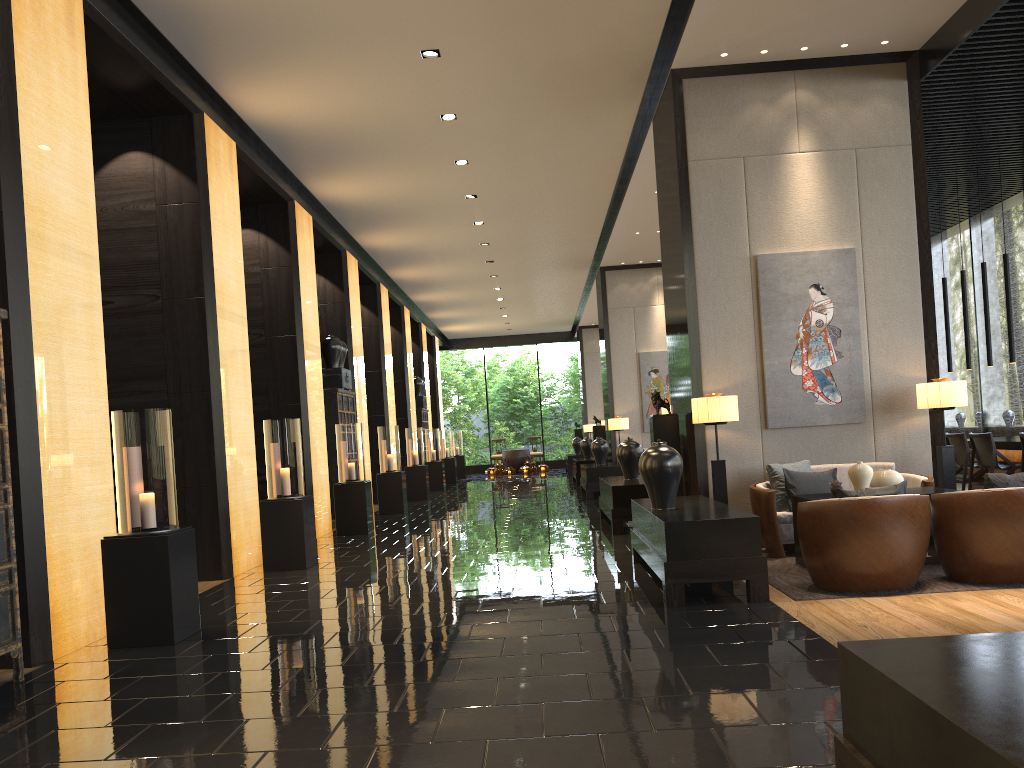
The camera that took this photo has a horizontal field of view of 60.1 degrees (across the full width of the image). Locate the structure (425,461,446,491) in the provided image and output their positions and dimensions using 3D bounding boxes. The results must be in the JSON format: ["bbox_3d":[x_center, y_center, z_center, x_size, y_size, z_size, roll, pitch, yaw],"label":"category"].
[{"bbox_3d":[-1.740,2.083,20.061,0.402,0.657,0.402,-4,-1,2],"label":"structure"}]

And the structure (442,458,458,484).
[{"bbox_3d":[-1.651,2.255,22.996,0.402,0.657,0.402,-4,-1,2],"label":"structure"}]

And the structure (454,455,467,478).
[{"bbox_3d":[-1.561,2.427,25.932,0.402,0.657,0.402,-4,-1,2],"label":"structure"}]

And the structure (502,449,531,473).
[{"bbox_3d":[0.139,2.357,26.988,0.873,0.710,0.876,-3,-2,-10],"label":"structure"}]

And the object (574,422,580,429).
[{"bbox_3d":[1.932,1.218,26.196,0.176,0.246,0.115,-4,-1,7],"label":"object"}]

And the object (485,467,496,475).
[{"bbox_3d":[-0.613,2.631,26.704,0.370,0.229,0.370,-5,-3,19],"label":"object"}]

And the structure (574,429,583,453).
[{"bbox_3d":[1.998,1.942,26.197,0.240,1.217,0.240,-4,0,2],"label":"structure"}]

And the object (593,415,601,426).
[{"bbox_3d":[1.656,0.707,17.231,0.161,0.217,0.102,-3,-1,-10],"label":"object"}]

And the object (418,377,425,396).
[{"bbox_3d":[-2.303,0.069,21.803,0.311,0.492,0.312,-3,-1,-17],"label":"object"}]

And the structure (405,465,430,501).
[{"bbox_3d":[-1.829,1.912,17.126,0.402,0.657,0.402,-4,-1,2],"label":"structure"}]

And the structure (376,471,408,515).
[{"bbox_3d":[-1.919,1.740,14.190,0.402,0.657,0.402,-4,-1,2],"label":"structure"}]

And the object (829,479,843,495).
[{"bbox_3d":[2.386,0.758,6.511,0.091,0.112,0.091,-3,-2,-36],"label":"object"}]

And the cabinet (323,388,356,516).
[{"bbox_3d":[-2.583,1.069,12.787,0.547,1.922,1.188,-4,-1,2],"label":"cabinet"}]

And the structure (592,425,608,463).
[{"bbox_3d":[1.725,1.416,17.217,0.240,1.217,0.240,-4,0,2],"label":"structure"}]

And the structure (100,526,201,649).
[{"bbox_3d":[-2.187,1.224,5.384,0.402,0.657,0.402,-4,-1,2],"label":"structure"}]

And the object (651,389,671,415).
[{"bbox_3d":[1.386,0.168,8.266,0.176,0.246,0.115,-4,-1,2],"label":"object"}]

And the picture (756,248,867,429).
[{"bbox_3d":[2.576,-0.392,7.618,0.835,1.501,0.037,-4,0,2],"label":"picture"}]

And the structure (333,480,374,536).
[{"bbox_3d":[-2.008,1.568,11.255,0.402,0.657,0.402,-4,-1,2],"label":"structure"}]

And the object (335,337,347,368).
[{"bbox_3d":[-2.571,-0.447,12.988,0.311,0.492,0.312,-3,-1,-17],"label":"object"}]

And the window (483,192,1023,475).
[{"bbox_3d":[1.301,-0.329,12.891,12.054,4.224,31.924,-4,-3,2],"label":"window"}]

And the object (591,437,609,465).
[{"bbox_3d":[1.520,1.152,15.273,0.312,0.492,0.311,-4,-1,20],"label":"object"}]

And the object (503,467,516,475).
[{"bbox_3d":[-0.076,2.560,26.106,0.370,0.229,0.369,-5,-3,24],"label":"object"}]

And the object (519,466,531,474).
[{"bbox_3d":[0.384,2.530,26.096,0.370,0.229,0.370,-4,-3,4],"label":"object"}]

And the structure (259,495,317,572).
[{"bbox_3d":[-2.098,1.396,8.320,0.402,0.657,0.402,-4,-1,2],"label":"structure"}]

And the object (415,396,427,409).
[{"bbox_3d":[-2.273,0.463,21.628,0.365,0.315,0.606,-4,-3,2],"label":"object"}]

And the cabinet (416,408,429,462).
[{"bbox_3d":[-2.315,1.585,21.602,0.547,1.922,1.188,-4,-1,2],"label":"cabinet"}]

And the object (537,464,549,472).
[{"bbox_3d":[0.924,2.528,26.638,0.369,0.229,0.370,-2,-3,-26],"label":"object"}]

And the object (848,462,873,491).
[{"bbox_3d":[2.529,0.681,6.417,0.171,0.236,0.171,-5,-2,37],"label":"object"}]

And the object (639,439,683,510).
[{"bbox_3d":[1.055,0.636,6.257,0.312,0.492,0.311,-4,-1,20],"label":"object"}]

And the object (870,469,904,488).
[{"bbox_3d":[2.730,0.708,6.468,0.245,0.168,0.245,-4,-2,4],"label":"object"}]

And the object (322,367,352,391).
[{"bbox_3d":[-2.542,-0.053,12.813,0.365,0.315,0.606,-4,-3,2],"label":"object"}]

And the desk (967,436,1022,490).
[{"bbox_3d":[5.665,1.090,12.245,1.780,0.759,28.768,-4,-3,2],"label":"desk"}]

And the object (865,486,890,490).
[{"bbox_3d":[2.615,0.759,6.275,0.174,0.051,0.138,-4,-3,-2],"label":"object"}]

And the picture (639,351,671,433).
[{"bbox_3d":[2.848,0.131,16.556,0.835,1.501,0.037,-4,0,2],"label":"picture"}]

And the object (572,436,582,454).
[{"bbox_3d":[1.795,1.681,24.303,0.312,0.492,0.311,-4,-1,20],"label":"object"}]

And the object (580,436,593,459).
[{"bbox_3d":[1.637,1.378,19.124,0.312,0.492,0.311,-4,-1,20],"label":"object"}]

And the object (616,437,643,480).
[{"bbox_3d":[1.367,0.858,10.253,0.311,0.492,0.312,-3,-1,-17],"label":"object"}]

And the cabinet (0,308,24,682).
[{"bbox_3d":[-2.850,0.555,4.017,0.547,1.922,1.188,-4,-1,2],"label":"cabinet"}]

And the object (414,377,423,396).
[{"bbox_3d":[-2.313,0.049,21.470,0.311,0.492,0.312,-3,-1,-25],"label":"object"}]

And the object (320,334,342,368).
[{"bbox_3d":[-2.581,-0.467,12.655,0.311,0.492,0.312,-3,-1,-32],"label":"object"}]
